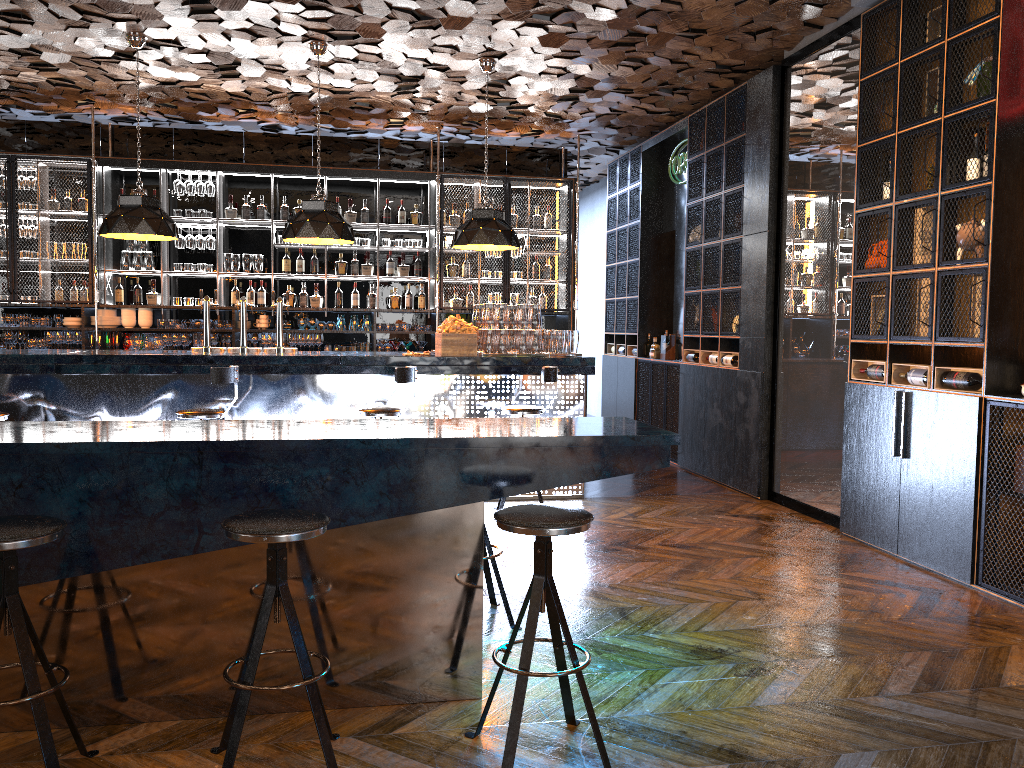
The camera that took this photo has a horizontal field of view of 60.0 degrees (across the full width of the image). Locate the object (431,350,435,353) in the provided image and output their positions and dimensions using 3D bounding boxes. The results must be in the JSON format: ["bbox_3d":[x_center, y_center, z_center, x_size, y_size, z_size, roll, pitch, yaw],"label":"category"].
[{"bbox_3d":[-0.544,-0.279,7.685,0.273,0.019,0.437,0,4,-11],"label":"object"}]

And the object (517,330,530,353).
[{"bbox_3d":[0.097,-0.338,7.217,0.105,0.209,0.105,2,4,14],"label":"object"}]

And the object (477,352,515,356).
[{"bbox_3d":[-0.146,-0.250,7.307,0.273,0.019,0.437,0,4,-11],"label":"object"}]

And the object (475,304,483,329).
[{"bbox_3d":[-0.267,-0.579,7.638,0.105,0.209,0.105,2,4,14],"label":"object"}]

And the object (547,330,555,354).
[{"bbox_3d":[0.346,-0.354,7.539,0.105,0.209,0.105,2,4,14],"label":"object"}]

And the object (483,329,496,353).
[{"bbox_3d":[-0.178,-0.337,7.153,0.105,0.209,0.105,2,4,14],"label":"object"}]

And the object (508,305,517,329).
[{"bbox_3d":[0.008,-0.580,7.702,0.105,0.209,0.105,2,4,14],"label":"object"}]

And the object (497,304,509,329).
[{"bbox_3d":[-0.079,-0.550,7.224,0.105,0.209,0.105,2,4,14],"label":"object"}]

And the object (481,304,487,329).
[{"bbox_3d":[-0.199,-0.557,7.314,0.105,0.209,0.105,2,4,14],"label":"object"}]

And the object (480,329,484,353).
[{"bbox_3d":[-0.212,-0.353,7.384,0.105,0.209,0.105,2,4,14],"label":"object"}]

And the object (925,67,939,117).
[{"bbox_3d":[2.626,-1.734,5.360,0.119,0.352,0.222,0,4,-11],"label":"object"}]

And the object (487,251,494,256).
[{"bbox_3d":[-0.240,-1.577,10.069,0.092,0.244,0.092,0,4,-17],"label":"object"}]

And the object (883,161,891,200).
[{"bbox_3d":[2.493,-1.312,5.838,0.088,0.306,0.088,1,4,-3],"label":"object"}]

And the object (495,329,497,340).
[{"bbox_3d":[-0.100,-0.354,7.418,0.105,0.209,0.105,2,4,14],"label":"object"}]

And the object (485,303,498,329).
[{"bbox_3d":[-0.168,-0.550,7.202,0.105,0.209,0.105,2,4,14],"label":"object"}]

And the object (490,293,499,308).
[{"bbox_3d":[-0.198,-0.935,10.122,0.105,0.209,0.105,-1,4,-26],"label":"object"}]

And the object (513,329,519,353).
[{"bbox_3d":[0.063,-0.353,7.448,0.105,0.209,0.105,2,4,14],"label":"object"}]

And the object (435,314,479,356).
[{"bbox_3d":[-0.443,-0.400,7.221,0.340,0.332,0.464,0,4,-8],"label":"object"}]

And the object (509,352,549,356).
[{"bbox_3d":[0.129,-0.251,7.371,0.273,0.019,0.437,0,4,-11],"label":"object"}]

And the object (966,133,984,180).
[{"bbox_3d":[2.639,-1.265,5.048,0.086,0.313,0.086,3,4,32],"label":"object"}]

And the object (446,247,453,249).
[{"bbox_3d":[-0.706,-1.567,9.992,0.089,0.092,0.089,2,4,14],"label":"object"}]

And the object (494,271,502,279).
[{"bbox_3d":[-0.160,-1.246,10.173,0.089,0.092,0.089,0,4,-11],"label":"object"}]

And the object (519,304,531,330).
[{"bbox_3d":[0.108,-0.550,7.266,0.105,0.209,0.105,2,4,14],"label":"object"}]

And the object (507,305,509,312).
[{"bbox_3d":[-0.023,-0.587,7.814,0.105,0.209,0.105,2,4,14],"label":"object"}]

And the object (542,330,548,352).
[{"bbox_3d":[0.294,-0.368,7.751,0.105,0.209,0.105,-2,5,-36],"label":"object"}]

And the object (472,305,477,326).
[{"bbox_3d":[-0.299,-0.587,7.750,0.105,0.209,0.105,2,4,14],"label":"object"}]

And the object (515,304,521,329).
[{"bbox_3d":[0.076,-0.558,7.378,0.105,0.209,0.105,2,4,14],"label":"object"}]

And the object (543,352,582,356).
[{"bbox_3d":[0.402,-0.251,7.438,0.273,0.019,0.437,0,4,-11],"label":"object"}]

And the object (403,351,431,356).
[{"bbox_3d":[-0.769,-0.242,7.068,0.198,0.045,0.377,3,4,27],"label":"object"}]

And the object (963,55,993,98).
[{"bbox_3d":[2.658,-1.683,4.949,0.165,0.294,0.229,-3,5,-42],"label":"object"}]

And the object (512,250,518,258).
[{"bbox_3d":[0.034,-1.588,10.292,0.092,0.244,0.092,0,4,-17],"label":"object"}]

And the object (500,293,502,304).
[{"bbox_3d":[-0.092,-0.939,10.207,0.105,0.209,0.105,-1,4,-26],"label":"object"}]

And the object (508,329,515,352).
[{"bbox_3d":[-0.002,-0.368,7.652,0.105,0.209,0.105,2,4,14],"label":"object"}]

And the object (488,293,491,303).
[{"bbox_3d":[-0.227,-0.943,10.233,0.105,0.209,0.105,-1,4,-26],"label":"object"}]

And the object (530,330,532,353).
[{"bbox_3d":[0.193,-0.346,7.360,0.105,0.209,0.105,2,4,14],"label":"object"}]

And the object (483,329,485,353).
[{"bbox_3d":[-0.188,-0.345,7.268,0.105,0.209,0.105,2,4,14],"label":"object"}]

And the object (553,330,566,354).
[{"bbox_3d":[0.394,-0.339,7.315,0.105,0.209,0.105,-2,5,-36],"label":"object"}]

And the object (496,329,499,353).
[{"bbox_3d":[-0.083,-0.345,7.297,0.105,0.209,0.105,2,4,14],"label":"object"}]

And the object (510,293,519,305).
[{"bbox_3d":[0.026,-0.935,10.170,0.105,0.209,0.105,-1,4,-26],"label":"object"}]

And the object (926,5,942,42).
[{"bbox_3d":[2.684,-2.141,5.338,0.152,0.297,0.361,0,4,-13],"label":"object"}]

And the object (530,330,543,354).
[{"bbox_3d":[0.204,-0.339,7.251,0.105,0.209,0.105,2,4,14],"label":"object"}]

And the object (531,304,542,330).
[{"bbox_3d":[0.196,-0.551,7.288,0.105,0.209,0.105,2,4,14],"label":"object"}]

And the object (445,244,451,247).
[{"bbox_3d":[-0.706,-1.589,9.991,0.089,0.092,0.089,2,4,14],"label":"object"}]

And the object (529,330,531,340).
[{"bbox_3d":[0.176,-0.354,7.482,0.105,0.209,0.105,2,4,14],"label":"object"}]

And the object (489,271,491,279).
[{"bbox_3d":[-0.281,-1.249,10.194,0.089,0.092,0.089,-3,5,-44],"label":"object"}]

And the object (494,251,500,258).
[{"bbox_3d":[-0.164,-1.587,10.252,0.092,0.244,0.092,0,4,-17],"label":"object"}]

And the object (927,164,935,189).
[{"bbox_3d":[2.615,-1.230,5.374,0.182,0.187,0.187,2,4,24],"label":"object"}]

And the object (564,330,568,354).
[{"bbox_3d":[0.431,-0.346,7.433,0.105,0.209,0.105,2,4,14],"label":"object"}]

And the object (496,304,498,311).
[{"bbox_3d":[-0.091,-0.558,7.342,0.105,0.209,0.105,2,4,14],"label":"object"}]

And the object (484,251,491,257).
[{"bbox_3d":[-0.272,-1.587,10.231,0.092,0.244,0.092,0,4,-17],"label":"object"}]

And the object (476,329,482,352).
[{"bbox_3d":[-0.278,-0.367,7.589,0.105,0.209,0.105,2,4,14],"label":"object"}]

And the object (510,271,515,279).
[{"bbox_3d":[-0.008,-1.242,10.142,0.089,0.092,0.089,-1,4,-27],"label":"object"}]

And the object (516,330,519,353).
[{"bbox_3d":[0.087,-0.346,7.332,0.105,0.209,0.105,2,4,14],"label":"object"}]

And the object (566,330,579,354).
[{"bbox_3d":[0.502,-0.338,7.325,0.105,0.209,0.105,-2,5,-36],"label":"object"}]

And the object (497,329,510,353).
[{"bbox_3d":[-0.072,-0.338,7.188,0.105,0.209,0.105,2,4,14],"label":"object"}]

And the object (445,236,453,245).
[{"bbox_3d":[-0.706,-1.615,9.989,0.089,0.092,0.089,2,4,14],"label":"object"}]
